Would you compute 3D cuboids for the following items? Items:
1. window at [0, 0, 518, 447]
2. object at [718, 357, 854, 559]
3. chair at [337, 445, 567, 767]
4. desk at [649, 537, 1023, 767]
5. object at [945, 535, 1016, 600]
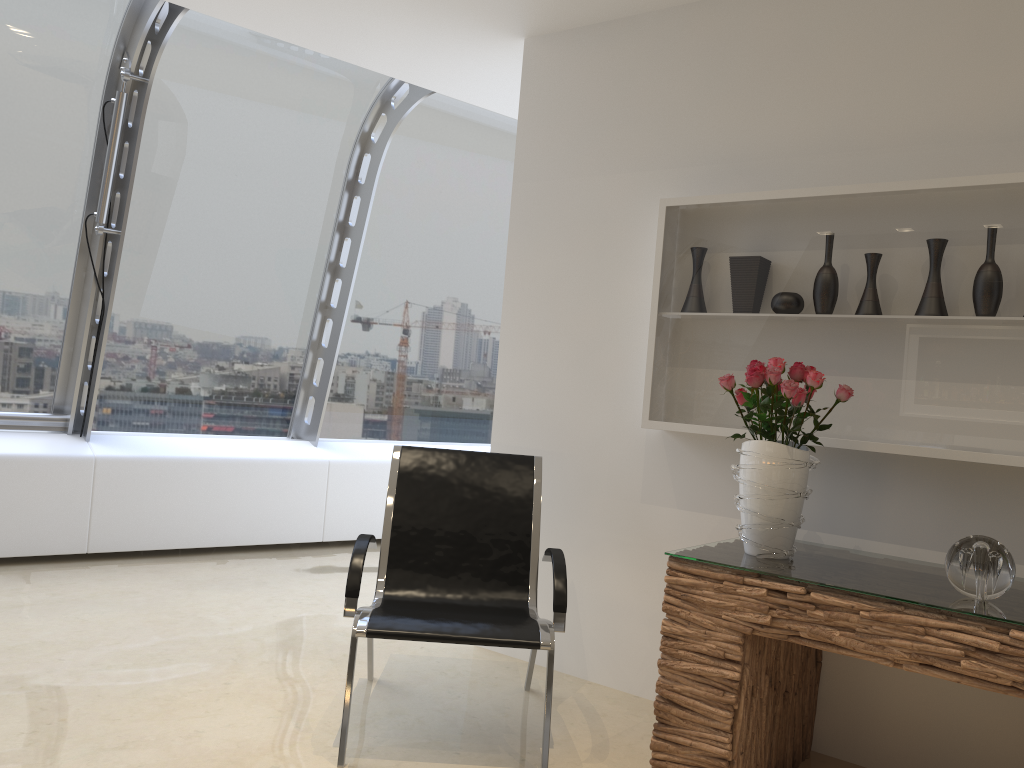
[{"bbox_3d":[4.351,0.157,1.791,16.693,3.674,16.171,4,-1,43],"label":"window"},{"bbox_3d":[0.874,0.239,2.926,0.350,0.654,0.327,5,-1,-33],"label":"object"},{"bbox_3d":[-0.202,0.762,3.263,0.752,0.972,0.943,5,0,-3],"label":"chair"},{"bbox_3d":[1.237,0.973,2.664,1.436,0.762,0.793,4,-1,37],"label":"desk"},{"bbox_3d":[1.293,0.507,2.451,0.175,0.179,0.174,5,0,-19],"label":"object"}]
